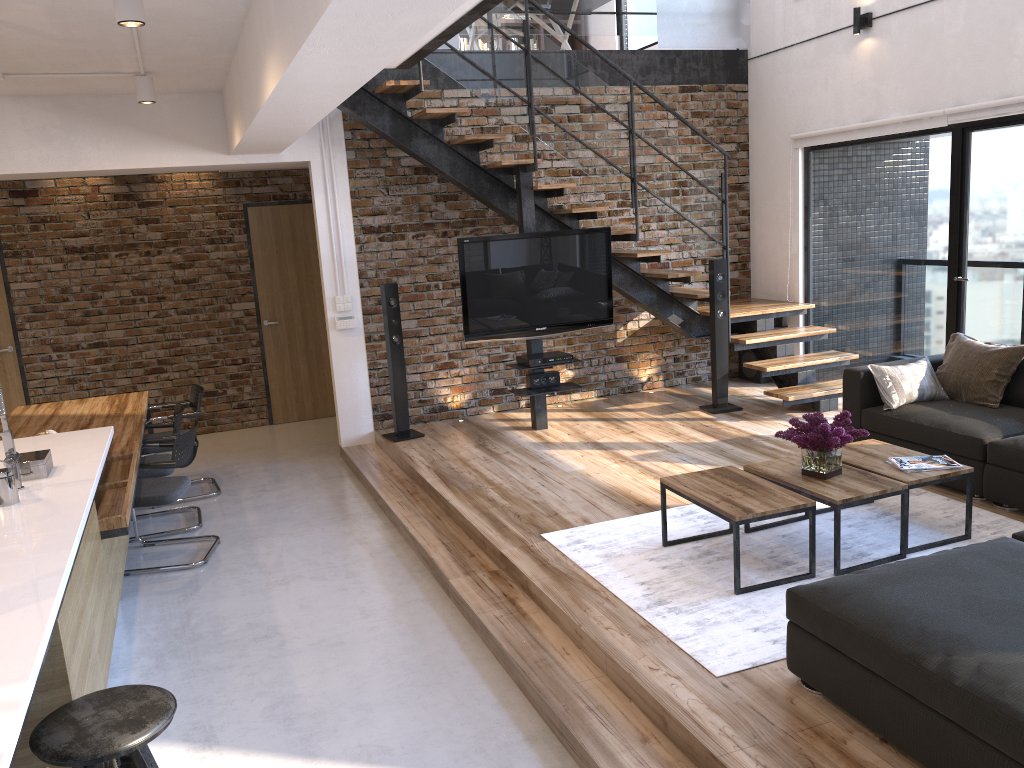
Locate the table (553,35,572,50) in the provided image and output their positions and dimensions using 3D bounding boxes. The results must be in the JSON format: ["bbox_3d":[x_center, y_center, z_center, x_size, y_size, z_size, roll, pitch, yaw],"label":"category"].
[{"bbox_3d":[0.057,-3.204,8.159,1.859,0.637,0.742,-8,12,-19],"label":"table"}]

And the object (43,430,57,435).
[{"bbox_3d":[-2.552,0.295,4.919,0.086,0.086,0.097,-7,11,-16],"label":"object"}]

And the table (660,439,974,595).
[{"bbox_3d":[1.442,0.597,4.211,1.297,0.351,0.695,-8,11,-19],"label":"table"}]

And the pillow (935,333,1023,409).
[{"bbox_3d":[2.779,-0.088,5.343,0.265,0.383,0.608,-8,12,-19],"label":"pillow"}]

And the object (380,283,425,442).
[{"bbox_3d":[-0.897,-0.173,6.868,0.270,1.210,0.270,-10,13,-29],"label":"object"}]

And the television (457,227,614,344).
[{"bbox_3d":[0.182,-0.731,6.590,1.206,0.785,0.136,-8,12,-19],"label":"television"}]

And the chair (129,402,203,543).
[{"bbox_3d":[-2.352,0.562,5.773,0.540,0.771,0.518,-8,12,-19],"label":"chair"}]

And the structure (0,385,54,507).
[{"bbox_3d":[-2.016,0.013,3.529,0.392,0.815,0.505,0,12,19],"label":"structure"}]

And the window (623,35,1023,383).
[{"bbox_3d":[1.626,-1.936,4.539,5.659,5.584,13.367,-8,11,-20],"label":"window"}]

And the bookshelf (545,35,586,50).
[{"bbox_3d":[-0.472,-4.415,10.275,2.715,2.288,0.306,-8,12,-19],"label":"bookshelf"}]

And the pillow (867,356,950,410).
[{"bbox_3d":[2.416,-0.003,5.384,0.498,0.266,0.211,-8,12,-19],"label":"pillow"}]

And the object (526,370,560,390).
[{"bbox_3d":[0.237,-0.030,6.763,0.247,0.112,0.088,-8,12,-19],"label":"object"}]

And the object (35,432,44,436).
[{"bbox_3d":[-2.625,0.303,4.964,0.094,0.065,0.099,-3,11,5],"label":"object"}]

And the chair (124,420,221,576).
[{"bbox_3d":[-2.069,0.651,5.192,0.540,0.771,0.518,-5,11,-5],"label":"chair"}]

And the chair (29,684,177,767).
[{"bbox_3d":[-1.052,1.181,2.396,0.366,0.632,0.366,7,16,44],"label":"chair"}]

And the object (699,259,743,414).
[{"bbox_3d":[1.647,-0.384,7.048,0.271,1.210,0.270,-7,12,-15],"label":"object"}]

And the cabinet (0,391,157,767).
[{"bbox_3d":[-2.889,-0.019,3.373,2.472,2.880,9.095,-8,11,-20],"label":"cabinet"}]

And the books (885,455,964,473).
[{"bbox_3d":[1.955,0.377,4.207,0.295,0.013,0.228,-4,11,1],"label":"books"}]

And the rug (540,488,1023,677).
[{"bbox_3d":[1.421,0.775,4.229,2.112,0.003,1.633,-8,11,-19],"label":"rug"}]

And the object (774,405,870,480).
[{"bbox_3d":[1.445,0.258,4.132,0.374,0.344,0.341,-8,12,-18],"label":"object"}]

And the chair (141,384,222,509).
[{"bbox_3d":[-2.472,0.438,6.472,0.540,0.771,0.518,-9,12,-24],"label":"chair"}]

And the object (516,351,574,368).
[{"bbox_3d":[0.248,-0.186,6.654,0.360,0.058,0.274,-8,11,-19],"label":"object"}]

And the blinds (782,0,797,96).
[{"bbox_3d":[1.433,-3.706,6.553,1.992,2.984,10.192,-14,14,-40],"label":"blinds"}]

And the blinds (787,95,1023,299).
[{"bbox_3d":[3.346,-0.689,5.177,0.095,2.050,5.357,-8,12,-20],"label":"blinds"}]

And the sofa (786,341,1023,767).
[{"bbox_3d":[2.134,0.415,3.990,2.997,0.702,3.037,-8,11,-19],"label":"sofa"}]
